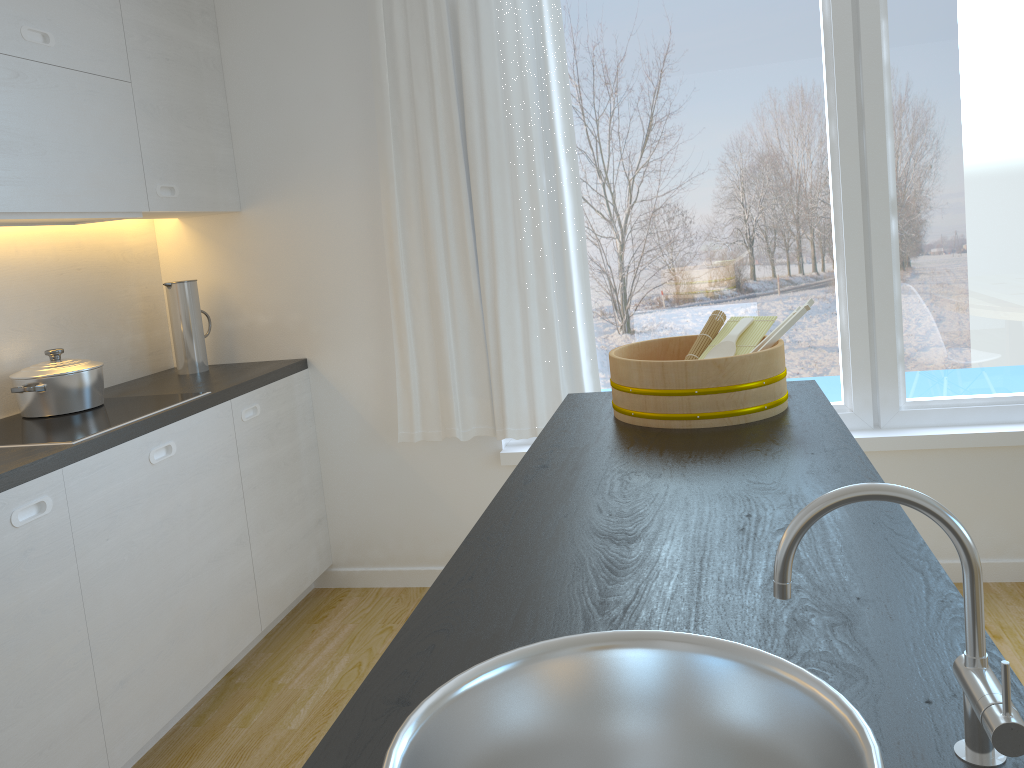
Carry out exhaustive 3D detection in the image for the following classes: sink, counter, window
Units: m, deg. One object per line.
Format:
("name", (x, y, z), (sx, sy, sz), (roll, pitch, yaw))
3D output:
("sink", (0.099, 0.370, 0.739), (0.406, 0.156, 0.405), (-12, 12, -35))
("counter", (0.192, 0.256, 1.032), (0.600, 0.040, 2.423), (-3, 10, 13))
("window", (1.220, -0.788, 3.095), (2.724, 1.904, 0.089), (-4, 7, 12))
("counter", (-1.310, 0.126, 2.608), (0.599, 0.040, 2.020), (-3, 10, 13))

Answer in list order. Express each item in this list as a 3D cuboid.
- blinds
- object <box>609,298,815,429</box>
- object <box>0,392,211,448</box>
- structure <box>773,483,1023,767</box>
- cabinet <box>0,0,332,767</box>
("blinds", (-0.151, -0.853, 3.176), (0.794, 2.144, 0.151), (-4, 7, 12))
("object", (0.418, -0.056, 1.956), (0.378, 0.212, 0.433), (2, 12, 40))
("object", (-1.314, 0.108, 2.611), (0.561, 0.013, 0.660), (-3, 10, 13))
("structure", (0.279, 0.186, 0.648), (0.162, 0.213, 0.097), (-4, 7, 13))
("cabinet", (-1.404, -0.078, 1.978), (0.480, 2.283, 3.231), (-4, 9, 13))
